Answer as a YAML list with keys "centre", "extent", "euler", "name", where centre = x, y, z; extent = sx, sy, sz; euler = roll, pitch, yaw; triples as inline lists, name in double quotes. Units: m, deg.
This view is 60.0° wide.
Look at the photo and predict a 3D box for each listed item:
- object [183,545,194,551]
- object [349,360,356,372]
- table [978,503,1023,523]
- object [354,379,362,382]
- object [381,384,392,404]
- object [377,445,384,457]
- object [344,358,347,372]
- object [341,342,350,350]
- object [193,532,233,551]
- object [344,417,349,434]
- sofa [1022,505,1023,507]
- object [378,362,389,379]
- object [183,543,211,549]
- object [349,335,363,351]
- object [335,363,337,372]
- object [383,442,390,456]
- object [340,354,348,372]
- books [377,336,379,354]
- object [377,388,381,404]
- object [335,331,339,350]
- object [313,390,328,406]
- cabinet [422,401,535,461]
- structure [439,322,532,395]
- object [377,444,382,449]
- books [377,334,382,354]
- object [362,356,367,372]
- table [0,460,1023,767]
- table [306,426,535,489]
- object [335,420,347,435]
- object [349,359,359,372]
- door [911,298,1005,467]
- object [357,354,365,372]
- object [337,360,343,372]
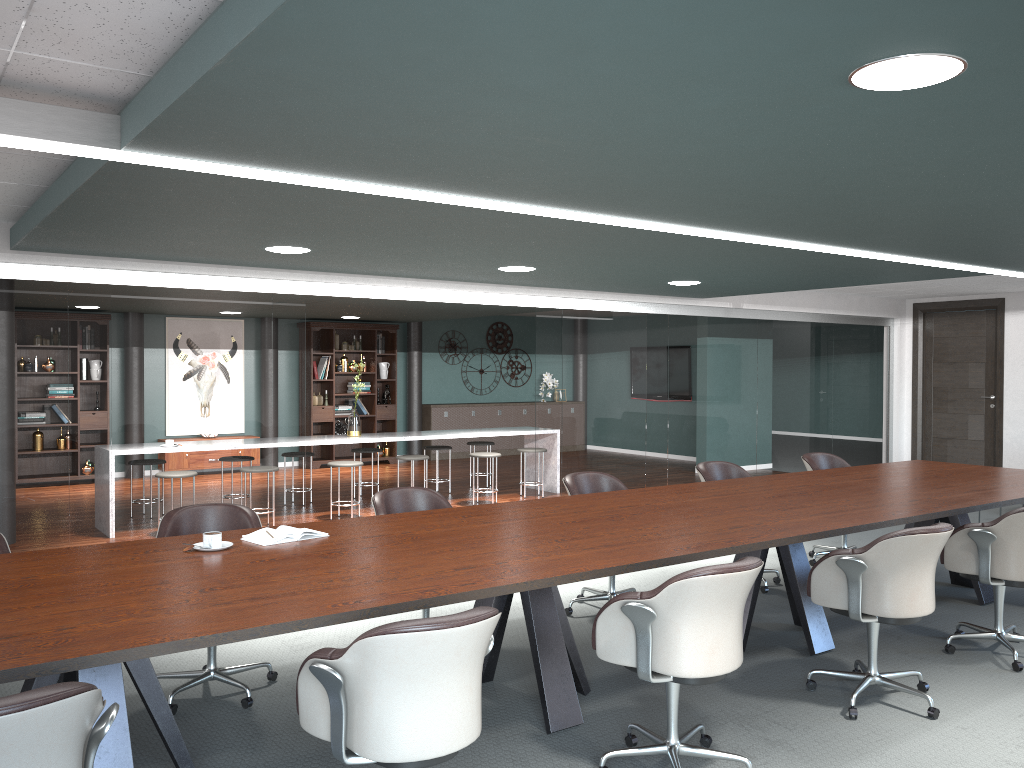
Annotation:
- centre: [-1.162, 0.590, 3.190]
  extent: [0.041, 0.021, 0.044]
  euler: [-1, 1, -43]
  name: "object"
- centre: [-2.243, -0.253, 12.485]
  extent: [0.099, 0.169, 0.099]
  euler: [1, 1, 29]
  name: "object"
- centre: [4.492, 1.088, 6.682]
  extent: [0.926, 0.359, 1.477]
  euler: [-1, 1, -35]
  name: "table"
- centre: [-2.178, -0.055, 12.513]
  extent: [0.104, 0.052, 0.100]
  euler: [0, 1, -31]
  name: "object"
- centre: [-1.820, 0.145, 12.746]
  extent: [0.116, 0.286, 0.215]
  euler: [-1, 1, -40]
  name: "object"
- centre: [-1.884, 0.951, 12.614]
  extent: [0.144, 0.175, 0.073]
  euler: [0, 1, -34]
  name: "object"
- centre: [-2.306, -0.260, 12.284]
  extent: [0.040, 0.191, 0.040]
  euler: [0, 1, -26]
  name: "object"
- centre: [-2.328, -0.530, 12.375]
  extent: [0.096, 0.126, 0.106]
  euler: [0, 1, 15]
  name: "object"
- centre: [-1.094, 0.573, 3.238]
  extent: [0.146, 0.056, 0.146]
  euler: [0, 1, -11]
  name: "object"
- centre: [-2.287, 0.600, 12.506]
  extent: [0.233, 0.268, 0.051]
  euler: [-1, 1, -35]
  name: "object"
- centre: [5.431, 0.912, 6.461]
  extent: [1.976, 0.728, 4.057]
  euler: [0, 1, 8]
  name: "sofa"
- centre: [-1.892, -0.201, 12.745]
  extent: [0.268, 0.262, 0.137]
  euler: [0, 1, 4]
  name: "object"
- centre: [-1.144, 0.591, 3.213]
  extent: [0.155, 0.012, 0.034]
  euler: [1, 1, 32]
  name: "object"
- centre: [-2.220, -0.579, 12.464]
  extent: [0.196, 0.221, 0.184]
  euler: [-1, 1, -35]
  name: "object"
- centre: [-2.480, -0.253, 12.311]
  extent: [0.105, 0.172, 0.105]
  euler: [-1, 1, -40]
  name: "object"
- centre: [-1.800, 0.909, 12.731]
  extent: [0.108, 0.256, 0.108]
  euler: [0, 1, -1]
  name: "object"
- centre: [-2.343, -0.293, 12.386]
  extent: [0.114, 0.251, 0.114]
  euler: [0, 1, -10]
  name: "object"
- centre: [-1.955, -0.554, 12.655]
  extent: [0.042, 0.248, 0.194]
  euler: [-1, 1, -35]
  name: "books"
- centre: [-1.908, 0.177, 12.667]
  extent: [0.077, 0.228, 0.077]
  euler: [1, 1, 38]
  name: "object"
- centre: [-2.455, -0.603, 12.317]
  extent: [0.104, 0.273, 0.104]
  euler: [0, 1, 1]
  name: "object"
- centre: [-2.665, 0.186, 12.161]
  extent: [0.250, 0.221, 0.186]
  euler: [-1, 1, -37]
  name: "object"
- centre: [-3.911, 0.742, 11.410]
  extent: [12.287, 0.820, 0.402]
  euler: [-1, 1, -35]
  name: "cabinet"
- centre: [-0.394, -0.411, 14.121]
  extent: [1.791, 1.178, 0.017]
  euler: [-1, 1, -35]
  name: "structure"
- centre: [-1.922, 0.952, 12.737]
  extent: [0.099, 0.169, 0.099]
  euler: [1, 1, 29]
  name: "object"
- centre: [-1.912, -0.575, 12.687]
  extent: [0.027, 0.286, 0.184]
  euler: [-1, 1, -35]
  name: "books"
- centre: [-2.106, -0.281, 12.604]
  extent: [0.092, 0.222, 0.092]
  euler: [0, 1, -1]
  name: "object"
- centre: [0.652, 0.946, 4.037]
  extent: [6.694, 0.706, 1.374]
  euler: [-1, 1, -35]
  name: "table"
- centre: [-1.518, 0.860, 8.644]
  extent: [4.577, 0.699, 0.609]
  euler: [-1, 1, -35]
  name: "table"
- centre: [-2.398, 0.618, 12.284]
  extent: [0.224, 0.238, 0.159]
  euler: [-1, 1, -35]
  name: "object"
- centre: [-2.205, -0.254, 12.361]
  extent: [0.144, 0.175, 0.073]
  euler: [0, 1, -34]
  name: "object"
- centre: [5.026, 0.132, 9.974]
  extent: [0.139, 2.130, 1.038]
  euler: [-1, 1, -35]
  name: "door"
- centre: [-2.121, -0.296, 12.479]
  extent: [0.108, 0.256, 0.108]
  euler: [0, 1, -1]
  name: "object"
- centre: [-2.380, -0.245, 12.268]
  extent: [0.079, 0.161, 0.080]
  euler: [0, 1, -10]
  name: "object"
